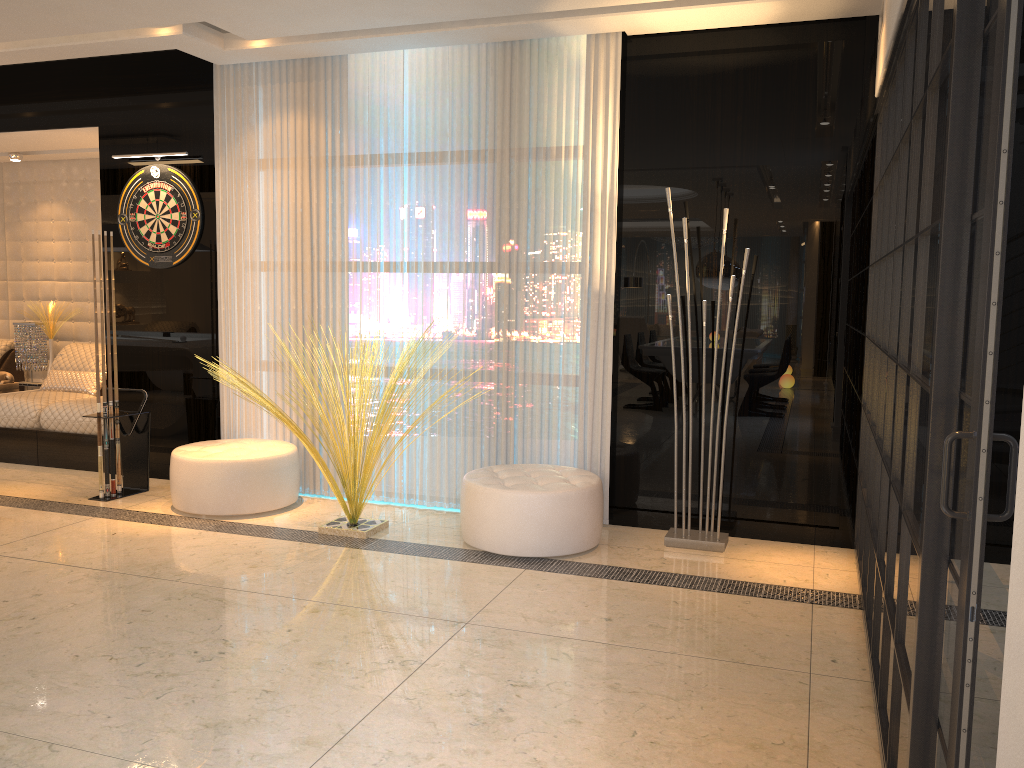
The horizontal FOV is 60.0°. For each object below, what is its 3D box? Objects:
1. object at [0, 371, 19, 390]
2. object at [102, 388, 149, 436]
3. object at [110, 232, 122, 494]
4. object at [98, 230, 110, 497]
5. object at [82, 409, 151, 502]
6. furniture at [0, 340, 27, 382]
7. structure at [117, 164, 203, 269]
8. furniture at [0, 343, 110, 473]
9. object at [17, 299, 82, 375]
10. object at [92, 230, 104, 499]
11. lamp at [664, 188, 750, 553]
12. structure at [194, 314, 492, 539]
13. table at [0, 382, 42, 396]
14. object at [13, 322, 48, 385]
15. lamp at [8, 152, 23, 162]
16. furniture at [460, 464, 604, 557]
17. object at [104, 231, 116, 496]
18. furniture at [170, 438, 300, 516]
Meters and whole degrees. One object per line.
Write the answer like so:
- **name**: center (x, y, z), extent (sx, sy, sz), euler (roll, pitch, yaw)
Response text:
- **object**: center (-4.107, -0.064, 7.012), extent (0.155, 0.217, 0.344), euler (3, 6, 19)
- **object**: center (-2.394, 0.177, 5.500), extent (0.330, 0.297, 0.032), euler (3, 6, 19)
- **object**: center (-2.414, -0.116, 5.398), extent (0.027, 1.605, 0.026), euler (-3, 7, -33)
- **object**: center (-2.445, -0.109, 5.309), extent (0.027, 1.605, 0.026), euler (-3, 7, -33)
- **object**: center (-2.428, 0.432, 5.437), extent (0.261, 0.508, 0.325), euler (3, 6, 19)
- **furniture**: center (-4.982, 0.042, 7.398), extent (1.312, 0.810, 1.107), euler (3, 6, 19)
- **structure**: center (-2.280, -1.081, 5.734), extent (0.669, 0.669, 0.048), euler (3, 6, 19)
- **furniture**: center (-3.181, 0.131, 6.777), extent (1.312, 0.810, 1.107), euler (3, 6, 19)
- **object**: center (-3.768, -0.331, 7.265), extent (0.390, 0.718, 0.388), euler (2, 6, 10)
- **object**: center (-2.461, -0.104, 5.263), extent (0.027, 1.605, 0.026), euler (-3, 7, -33)
- **lamp**: center (0.961, -0.069, 4.458), extent (0.418, 1.801, 0.200), euler (3, 6, 19)
- **structure**: center (-0.890, 0.227, 4.536), extent (1.275, 1.142, 1.282), euler (-2, 6, -24)
- **table**: center (-4.086, 0.265, 7.102), extent (0.608, 0.457, 1.143), euler (3, 6, 19)
- **object**: center (-4.024, -0.258, 7.416), extent (0.247, 0.522, 0.124), euler (3, 6, 19)
- **lamp**: center (-3.982, -1.849, 7.111), extent (0.107, 0.127, 0.107), euler (1, 6, 0)
- **furniture**: center (0.102, 0.632, 4.567), extent (0.735, 0.357, 0.735), euler (0, 6, -9)
- **object**: center (-2.429, -0.111, 5.354), extent (0.027, 1.605, 0.026), euler (-3, 7, -33)
- **furniture**: center (-1.637, 0.535, 5.264), extent (0.735, 0.357, 0.735), euler (3, 6, 21)
